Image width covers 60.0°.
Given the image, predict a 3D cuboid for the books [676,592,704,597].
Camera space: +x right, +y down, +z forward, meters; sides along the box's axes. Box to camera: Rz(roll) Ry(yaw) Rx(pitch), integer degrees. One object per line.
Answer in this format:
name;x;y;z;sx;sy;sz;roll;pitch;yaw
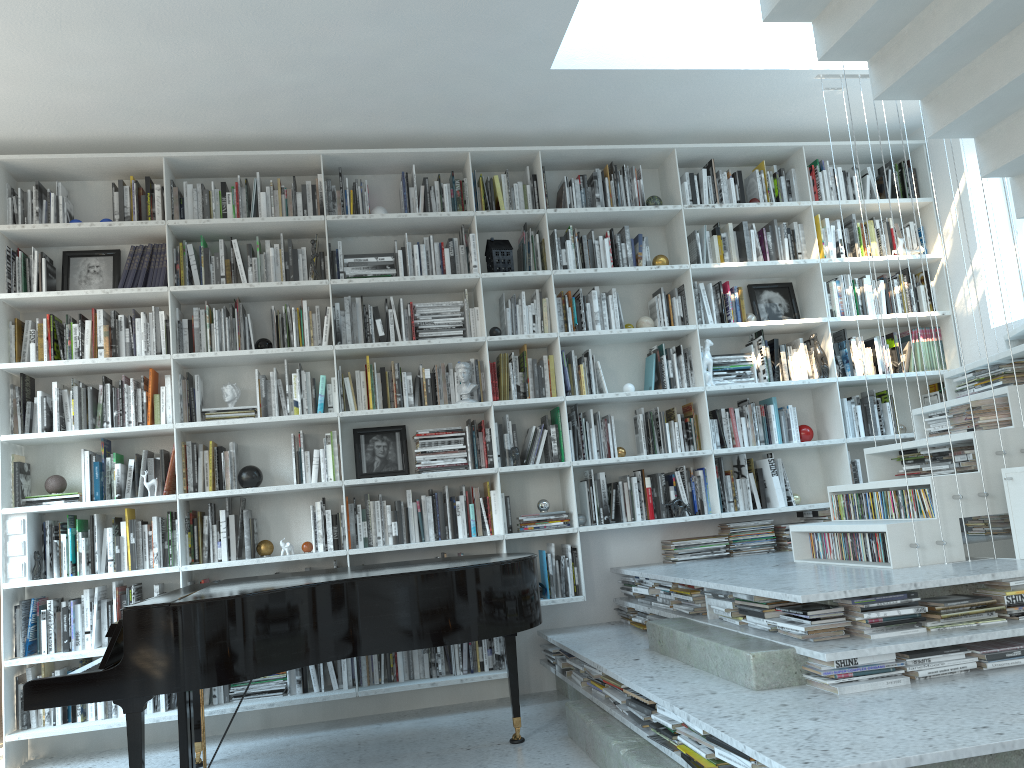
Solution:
books;0.890;0.986;4.212;0.161;0.012;0.254;-4;-8;-7

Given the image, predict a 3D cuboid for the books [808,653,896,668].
books;1.142;0.919;2.989;0.233;0.025;0.158;-3;-9;-16

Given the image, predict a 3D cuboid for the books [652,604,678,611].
books;0.844;1.118;4.479;0.183;0.012;0.297;-4;-9;-12

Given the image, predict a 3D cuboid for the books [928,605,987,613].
books;1.586;0.806;3.213;0.179;0.010;0.160;-4;-9;-9

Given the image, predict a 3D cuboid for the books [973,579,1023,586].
books;1.875;0.715;3.258;0.285;0.013;0.181;-3;-9;-16

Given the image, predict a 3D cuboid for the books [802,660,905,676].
books;1.144;0.947;2.986;0.292;0.012;0.159;-4;-9;-8

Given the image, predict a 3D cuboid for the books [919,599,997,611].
books;1.586;0.794;3.209;0.245;0.013;0.173;-4;-9;-12

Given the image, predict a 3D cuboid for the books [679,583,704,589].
books;0.895;0.944;4.219;0.139;0.028;0.262;-5;-8;-6

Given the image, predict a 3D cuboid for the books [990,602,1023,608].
books;1.879;0.796;3.267;0.268;0.014;0.160;-4;-9;-12

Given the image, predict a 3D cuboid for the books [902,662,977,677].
books;1.427;0.963;3.026;0.232;0.019;0.170;-3;-9;-16

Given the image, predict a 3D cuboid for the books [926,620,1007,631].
books;1.593;0.861;3.194;0.291;0.007;0.174;-4;-9;-8

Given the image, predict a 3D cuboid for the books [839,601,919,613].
books;1.307;0.789;3.171;0.221;0.018;0.154;-4;-9;-10

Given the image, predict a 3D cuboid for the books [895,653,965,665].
books;1.421;0.937;3.052;0.211;0.018;0.134;-4;-8;-8

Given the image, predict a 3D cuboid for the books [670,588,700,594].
books;0.883;0.976;4.212;0.187;0.009;0.261;-4;-9;-12

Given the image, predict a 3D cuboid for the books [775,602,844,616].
books;1.079;0.817;3.222;0.149;0.014;0.229;-3;-9;-13

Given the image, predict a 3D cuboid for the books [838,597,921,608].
books;1.307;0.775;3.164;0.228;0.009;0.159;-3;-9;-15

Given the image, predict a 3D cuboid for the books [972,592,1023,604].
books;1.879;0.773;3.262;0.284;0.030;0.177;-4;-9;-10

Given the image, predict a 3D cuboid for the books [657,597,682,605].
books;0.845;1.089;4.484;0.164;0.023;0.242;-4;-8;-7

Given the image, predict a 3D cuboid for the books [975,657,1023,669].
books;1.707;0.951;3.077;0.250;0.018;0.177;-4;-9;-8

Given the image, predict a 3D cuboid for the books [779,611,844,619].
books;1.083;0.828;3.221;0.132;0.009;0.269;-4;-8;-7

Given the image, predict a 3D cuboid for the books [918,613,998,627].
books;1.588;0.849;3.216;0.293;0.014;0.134;-3;-9;-14

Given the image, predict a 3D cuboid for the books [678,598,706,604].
books;0.899;1.017;4.208;0.159;0.018;0.203;-3;-9;-13

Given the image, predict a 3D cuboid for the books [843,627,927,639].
books;1.318;0.875;3.145;0.216;0.015;0.178;-3;-9;-13

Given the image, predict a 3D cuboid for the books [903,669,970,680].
books;1.426;0.982;3.038;0.208;0.015;0.153;-3;-9;-13

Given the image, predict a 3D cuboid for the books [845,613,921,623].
books;1.312;0.827;3.159;0.210;0.012;0.168;-4;-9;-10

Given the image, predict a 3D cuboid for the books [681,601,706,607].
books;0.913;1.034;4.208;0.138;0.017;0.237;-4;-9;-12

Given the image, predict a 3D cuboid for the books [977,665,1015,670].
books;1.705;0.968;3.096;0.249;0.009;0.144;-4;-9;-12

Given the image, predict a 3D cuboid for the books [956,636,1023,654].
books;1.694;0.909;3.089;0.275;0.009;0.177;-4;-9;-11

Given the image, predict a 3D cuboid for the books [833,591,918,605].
books;1.303;0.766;3.186;0.261;0.016;0.129;-4;-9;-12

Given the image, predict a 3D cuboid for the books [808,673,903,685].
books;1.147;0.981;2.984;0.264;0.006;0.165;-4;-9;-10

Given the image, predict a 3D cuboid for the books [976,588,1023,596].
books;1.878;0.751;3.257;0.261;0.012;0.180;-4;-8;-7

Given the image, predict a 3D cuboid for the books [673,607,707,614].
books;0.887;1.063;4.199;0.182;0.011;0.254;-4;-8;-7

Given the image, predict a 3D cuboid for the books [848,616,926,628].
books;1.315;0.837;3.147;0.215;0.013;0.189;-4;-9;-12

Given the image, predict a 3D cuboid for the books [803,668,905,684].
books;1.146;0.974;2.985;0.285;0.008;0.160;-3;-9;-13

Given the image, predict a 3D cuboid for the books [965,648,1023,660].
books;1.704;0.920;3.079;0.287;0.018;0.190;-4;-9;-12

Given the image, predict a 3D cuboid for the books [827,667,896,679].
books;1.146;0.959;2.981;0.210;0.012;0.168;-4;-8;-7

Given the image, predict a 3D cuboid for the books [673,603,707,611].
books;0.892;1.050;4.202;0.177;0.014;0.247;-3;-9;-13

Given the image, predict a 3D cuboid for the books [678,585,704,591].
books;0.908;0.964;4.218;0.128;0.013;0.296;-3;-9;-13

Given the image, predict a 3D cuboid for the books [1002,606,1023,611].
books;1.884;0.804;3.246;0.281;0.008;0.181;-5;-8;-6

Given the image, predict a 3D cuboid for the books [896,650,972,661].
books;1.421;0.924;3.048;0.242;0.005;0.153;-4;-9;-10

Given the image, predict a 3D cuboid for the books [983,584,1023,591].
books;1.875;0.735;3.266;0.192;0.024;0.167;-5;-8;-6

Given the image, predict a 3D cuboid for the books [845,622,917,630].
books;1.312;0.853;3.168;0.207;0.012;0.132;-3;-9;-15

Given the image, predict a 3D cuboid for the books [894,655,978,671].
books;1.424;0.950;3.039;0.272;0.012;0.159;-3;-9;-13

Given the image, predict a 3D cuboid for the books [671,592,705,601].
books;0.889;1.001;4.209;0.179;0.017;0.293;-4;-9;-10

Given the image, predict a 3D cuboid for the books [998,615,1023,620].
books;1.885;0.839;3.251;0.220;0.011;0.178;-3;-9;-13

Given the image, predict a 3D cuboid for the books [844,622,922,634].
books;1.314;0.864;3.161;0.227;0.012;0.148;-3;-9;-13

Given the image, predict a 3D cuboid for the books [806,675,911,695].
books;1.152;0.992;2.963;0.262;0.023;0.200;-3;-9;-13

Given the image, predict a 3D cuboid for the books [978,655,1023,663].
books;1.705;0.941;3.085;0.254;0.005;0.161;-3;-9;-15

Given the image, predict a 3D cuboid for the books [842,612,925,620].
books;1.310;0.817;3.163;0.260;0.009;0.153;-4;-9;-8

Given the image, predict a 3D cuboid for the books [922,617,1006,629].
books;1.593;0.855;3.195;0.287;0.005;0.165;-5;-8;-6

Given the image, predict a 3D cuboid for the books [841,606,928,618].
books;1.313;0.801;3.143;0.230;0.015;0.190;-5;-8;-6

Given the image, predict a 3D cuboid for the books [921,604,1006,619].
books;1.591;0.815;3.190;0.273;0.014;0.188;-3;-9;-16

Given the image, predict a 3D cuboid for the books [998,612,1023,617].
books;1.883;0.831;3.262;0.259;0.009;0.153;-3;-9;-14

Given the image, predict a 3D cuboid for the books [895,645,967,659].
books;1.419;0.916;3.051;0.220;0.013;0.149;-4;-9;-12

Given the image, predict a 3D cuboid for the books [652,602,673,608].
books;0.838;1.106;4.480;0.190;0.012;0.235;-3;-9;-13

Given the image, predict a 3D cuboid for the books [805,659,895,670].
books;1.141;0.938;3.000;0.257;0.010;0.132;-4;-8;-7

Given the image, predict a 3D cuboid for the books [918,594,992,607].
books;1.586;0.781;3.204;0.203;0.011;0.173;-3;-9;-16

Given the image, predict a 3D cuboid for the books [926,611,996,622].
books;1.589;0.832;3.202;0.214;0.015;0.177;-4;-9;-10

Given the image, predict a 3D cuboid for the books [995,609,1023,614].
books;1.881;0.820;3.269;0.262;0.016;0.132;-3;-9;-16
